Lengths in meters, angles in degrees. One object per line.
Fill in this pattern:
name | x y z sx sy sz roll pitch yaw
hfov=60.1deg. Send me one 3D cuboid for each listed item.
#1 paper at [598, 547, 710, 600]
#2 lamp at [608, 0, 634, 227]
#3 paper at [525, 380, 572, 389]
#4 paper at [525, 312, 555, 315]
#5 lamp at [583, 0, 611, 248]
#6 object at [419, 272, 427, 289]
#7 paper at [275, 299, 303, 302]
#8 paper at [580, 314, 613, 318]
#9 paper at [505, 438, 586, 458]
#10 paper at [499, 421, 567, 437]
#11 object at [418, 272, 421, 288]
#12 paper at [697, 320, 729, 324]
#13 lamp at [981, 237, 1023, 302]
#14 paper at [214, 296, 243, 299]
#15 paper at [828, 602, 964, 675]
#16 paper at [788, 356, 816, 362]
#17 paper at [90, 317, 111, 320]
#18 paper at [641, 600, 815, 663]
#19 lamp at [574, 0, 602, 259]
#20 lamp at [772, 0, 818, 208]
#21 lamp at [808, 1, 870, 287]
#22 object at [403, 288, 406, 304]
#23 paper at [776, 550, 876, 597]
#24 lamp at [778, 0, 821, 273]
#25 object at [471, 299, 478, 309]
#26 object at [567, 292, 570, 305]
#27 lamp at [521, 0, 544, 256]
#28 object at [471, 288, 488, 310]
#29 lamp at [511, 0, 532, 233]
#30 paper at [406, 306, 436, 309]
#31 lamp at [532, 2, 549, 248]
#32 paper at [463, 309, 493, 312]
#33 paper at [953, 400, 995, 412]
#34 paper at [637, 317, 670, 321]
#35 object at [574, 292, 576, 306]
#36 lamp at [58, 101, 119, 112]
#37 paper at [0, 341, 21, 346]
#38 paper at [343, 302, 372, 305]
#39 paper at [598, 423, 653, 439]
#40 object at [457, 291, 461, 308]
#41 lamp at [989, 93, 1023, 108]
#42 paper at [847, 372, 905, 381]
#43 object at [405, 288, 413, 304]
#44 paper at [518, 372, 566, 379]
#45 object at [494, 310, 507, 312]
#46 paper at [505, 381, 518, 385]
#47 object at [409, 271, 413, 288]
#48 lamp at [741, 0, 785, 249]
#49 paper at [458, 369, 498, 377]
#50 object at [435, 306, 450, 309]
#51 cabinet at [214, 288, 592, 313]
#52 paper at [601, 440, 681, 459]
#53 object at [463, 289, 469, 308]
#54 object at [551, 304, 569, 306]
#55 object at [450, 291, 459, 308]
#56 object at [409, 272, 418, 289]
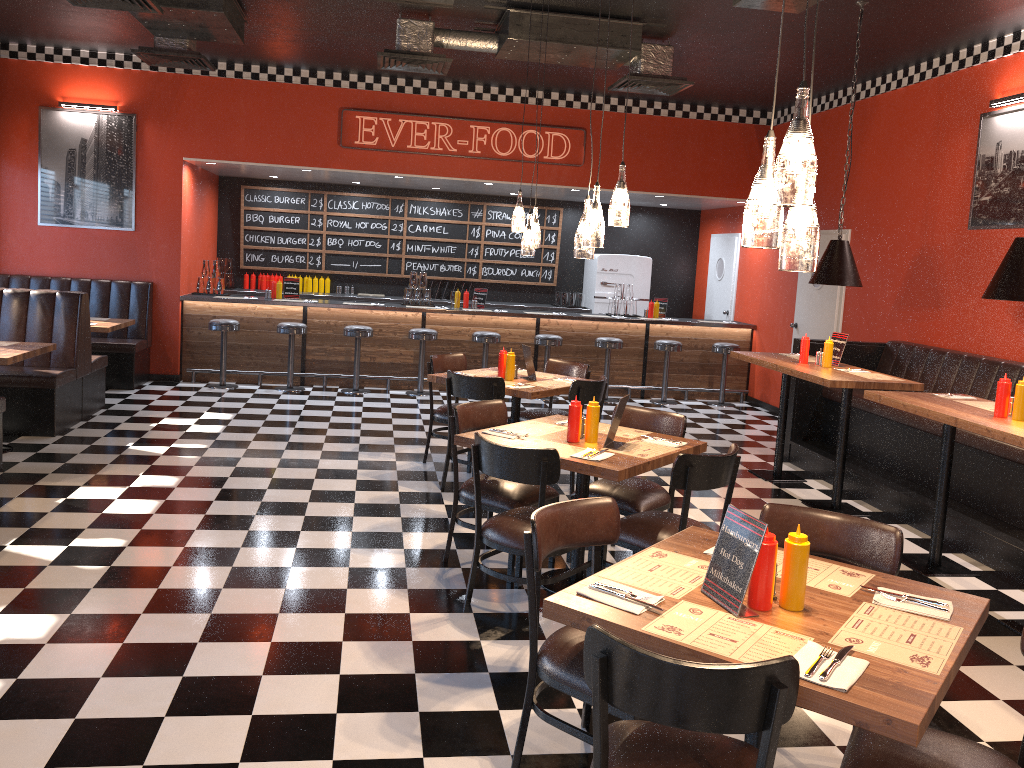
paper | 0.466 0.571 2.705 0.262 0.001 0.366 9 10 35
lamp | 0.596 -1.764 4.368 0.108 1.957 0.109 -1 7 -37
paper | 0.296 0.001 6.541 0.262 0.001 0.366 9 10 35
paper | 0.342 -0.881 11.042 0.365 0.001 0.262 2 9 -13
lamp | 0.465 -1.655 4.339 0.109 1.957 0.108 7 7 33
object | -1.105 -1.288 11.052 0.106 0.208 0.105 8 8 36
paper | -2.650 -0.996 10.570 0.365 0.001 0.262 2 8 -8
paper | 1.061 -0.859 11.191 0.365 0.001 0.262 2 8 -8
paper | 0.183 0.313 4.356 0.366 0.001 0.261 9 10 34
paper | 0.122 0.242 4.815 0.262 0.001 0.366 9 10 33
object | -1.127 -1.305 11.161 0.106 0.208 0.105 8 8 36
paper | 2.592 -0.800 11.426 0.365 0.001 0.262 4 8 2
lamp | 2.756 -1.448 4.577 0.383 2.035 0.383 7 7 32
paper | -3.316 -1.019 10.451 0.365 0.001 0.262 2 8 -8
paper | 1.014 0.660 2.328 0.262 0.001 0.366 9 10 34
paper | 2.452 -0.201 7.267 0.261 0.001 0.367 3 8 -7
paper | -4.407 -0.682 9.243 0.365 0.001 0.262 2 9 -13
paper | 0.553 0.640 2.269 0.366 0.001 0.261 9 10 34
lamp | 0.429 -1.616 4.463 0.108 1.957 0.109 4 6 3
lamp | 0.802 -1.442 2.246 0.109 1.957 0.108 8 7 37
lamp | 2.464 -1.744 6.481 0.383 2.035 0.383 7 7 32
object | -1.316 -1.107 11.165 0.106 0.208 0.105 8 8 36
paper | 0.920 0.586 2.793 0.366 0.001 0.261 10 10 37
lamp | 0.871 -1.290 2.420 0.108 1.957 0.109 4 6 3
object | -0.468 -1.006 11.098 0.094 0.135 0.047 9 8 41
object | 0.812 -1.260 13.122 0.106 0.208 0.105 8 8 36
lamp | 0.176 -1.933 6.528 0.109 1.957 0.108 8 7 37
object | -0.410 -1.077 11.184 0.188 0.256 0.072 7 7 26
lamp | 0.103 -2.130 6.664 0.108 1.957 0.109 2 6 -17
paper | -1.111 -0.938 10.823 0.365 0.001 0.262 2 8 -8
lamp | 0.221 -2.006 6.638 0.108 1.957 0.109 1 6 -22
paper | -0.430 -0.912 10.925 0.365 0.001 0.262 2 8 -8
paper | 2.786 0.131 5.136 0.261 0.001 0.367 3 8 -7
paper | 1.800 -0.830 11.301 0.365 0.001 0.262 2 8 -8
object | 0.953 -1.240 13.040 0.106 0.208 0.105 8 8 36
lamp | -4.683 -3.068 9.807 0.610 0.056 0.081 2 8 -9
paper | -4.073 -0.319 6.897 0.365 0.001 0.262 2 8 -7
paper | -1.857 -0.969 10.719 0.365 0.001 0.262 2 8 -8
paper | 0.560 0.255 4.908 0.366 0.001 0.261 9 10 34
object | -0.686 -1.081 11.162 0.068 0.237 0.068 4 6 4
lamp | 3.942 -2.113 6.338 0.081 0.056 1.452 2 8 -9
paper | 2.589 -0.054 6.323 0.261 0.001 0.367 3 8 -7
object | -1.286 -1.089 11.058 0.106 0.208 0.105 8 8 36
paper | 0.211 -0.073 7.008 0.366 0.001 0.261 10 11 38
object | -0.138 -0.907 10.958 0.157 0.019 0.256 4 8 6
paper | -0.166 -0.020 6.490 0.366 0.001 0.261 9 10 35
object | -1.241 -1.308 11.134 0.106 0.208 0.105 8 8 36
lamp | 0.755 -1.351 2.381 0.108 1.957 0.109 1 7 -27
paper | -0.245 -0.089 6.928 0.262 0.001 0.366 9 10 36
object | -0.856 -0.938 10.870 0.157 0.019 0.256 2 9 -13
cabinet | -1.549 -0.724 12.624 5.282 0.995 0.679 2 7 -9
paper | 0.650 0.327 4.456 0.262 0.001 0.366 10 10 36
object | -0.577 -1.072 11.146 0.068 0.237 0.068 4 6 4
object | 0.799 -1.159 13.079 0.437 0.018 0.274 2 8 -9
object | -0.716 -1.045 11.004 0.106 0.208 0.105 8 8 36
object | -1.223 -1.294 11.045 0.106 0.208 0.105 8 8 36
